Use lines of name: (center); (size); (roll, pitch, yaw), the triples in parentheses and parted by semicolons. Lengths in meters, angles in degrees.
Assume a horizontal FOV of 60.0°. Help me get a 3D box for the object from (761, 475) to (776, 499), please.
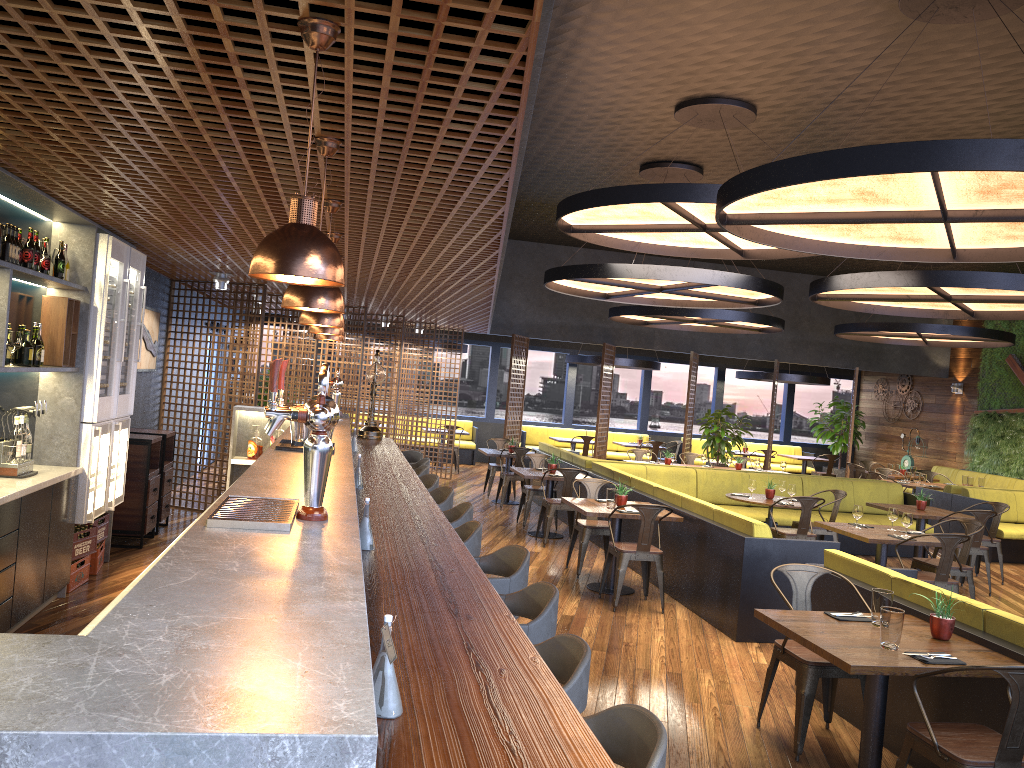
object: (2.918, 1.162, 10.030); (0.238, 0.271, 0.260); (5, 0, 11)

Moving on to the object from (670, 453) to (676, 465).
object: (2.449, 1.155, 13.490); (0.097, 0.206, 0.097); (5, 0, 35)

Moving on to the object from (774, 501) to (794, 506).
object: (2.955, 1.295, 9.661); (0.157, 0.019, 0.255); (5, 0, -4)

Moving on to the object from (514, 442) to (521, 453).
object: (0.081, 0.962, 13.350); (0.102, 0.178, 0.102); (5, 0, -5)

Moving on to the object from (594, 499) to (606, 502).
object: (0.929, 1.117, 8.497); (0.255, 0.019, 0.157); (5, 0, -11)

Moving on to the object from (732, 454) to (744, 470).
object: (3.557, 1.215, 13.919); (0.238, 0.271, 0.260); (5, 0, 11)

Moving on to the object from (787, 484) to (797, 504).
object: (3.086, 1.212, 9.784); (0.097, 0.206, 0.097); (5, 0, 14)

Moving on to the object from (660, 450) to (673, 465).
object: (2.407, 1.116, 13.700); (0.238, 0.271, 0.260); (5, 0, 11)

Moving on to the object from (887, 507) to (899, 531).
object: (3.530, 1.251, 8.221); (0.097, 0.206, 0.097); (5, 0, -10)

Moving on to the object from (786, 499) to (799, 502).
object: (3.220, 1.318, 10.055); (0.255, 0.019, 0.157); (5, 0, -8)

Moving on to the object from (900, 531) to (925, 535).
object: (3.657, 1.356, 8.112); (0.255, 0.019, 0.157); (5, 0, -10)

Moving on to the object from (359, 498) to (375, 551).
object: (-0.594, 0.556, 3.553); (0.114, 0.203, 0.069); (5, 0, 40)

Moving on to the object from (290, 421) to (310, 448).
object: (-1.026, 0.214, 4.301); (0.105, 0.209, 0.105); (5, 0, 24)

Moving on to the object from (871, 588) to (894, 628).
object: (1.838, 1.118, 4.413); (0.102, 0.178, 0.102); (5, 0, -25)

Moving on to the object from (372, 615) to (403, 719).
object: (-0.259, 0.586, 1.849); (0.114, 0.203, 0.069); (5, 0, 37)

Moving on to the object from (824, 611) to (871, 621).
object: (1.752, 1.190, 4.559); (0.255, 0.019, 0.157); (5, 0, -11)

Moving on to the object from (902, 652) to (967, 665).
object: (1.843, 1.198, 3.900); (0.255, 0.019, 0.157); (5, 0, -11)

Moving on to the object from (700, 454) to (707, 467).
object: (3.009, 1.203, 13.941); (0.097, 0.206, 0.097); (5, 0, 35)

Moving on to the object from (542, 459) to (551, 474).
object: (0.410, 0.991, 10.643); (0.102, 0.178, 0.102); (5, 0, -25)

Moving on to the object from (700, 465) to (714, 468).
object: (3.110, 1.306, 14.077); (0.157, 0.019, 0.255); (5, 0, -10)

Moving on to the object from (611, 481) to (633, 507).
object: (1.008, 0.998, 8.179); (0.238, 0.271, 0.260); (5, 0, 11)

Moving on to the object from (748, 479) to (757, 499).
object: (2.688, 1.177, 9.935); (0.097, 0.206, 0.097); (5, 0, 31)

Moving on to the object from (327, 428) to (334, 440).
object: (-0.918, 0.224, 4.309); (0.105, 0.209, 0.105); (5, 0, 24)

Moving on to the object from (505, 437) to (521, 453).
object: (0.018, 0.910, 13.487); (0.260, 0.271, 0.238); (5, 0, -9)

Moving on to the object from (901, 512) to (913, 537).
object: (3.508, 1.249, 7.879); (0.097, 0.206, 0.097); (5, 0, -19)

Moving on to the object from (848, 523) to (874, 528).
object: (3.279, 1.324, 8.297); (0.157, 0.019, 0.255); (5, 0, -10)

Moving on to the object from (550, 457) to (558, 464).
object: (0.514, 1.000, 11.004); (0.102, 0.178, 0.102); (5, 0, -25)

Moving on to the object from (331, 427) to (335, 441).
object: (-0.960, 0.220, 4.553); (0.105, 0.209, 0.105); (5, 0, 24)

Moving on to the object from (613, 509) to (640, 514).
object: (1.015, 1.125, 7.864); (0.255, 0.019, 0.157); (5, 0, -11)

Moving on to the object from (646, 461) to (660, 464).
object: (2.220, 1.229, 13.908); (0.157, 0.019, 0.255); (5, 0, -10)

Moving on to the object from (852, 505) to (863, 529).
object: (3.178, 1.221, 8.161); (0.097, 0.206, 0.097); (5, 0, -19)

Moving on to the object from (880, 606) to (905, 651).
object: (1.713, 1.107, 4.007); (0.102, 0.178, 0.102); (5, 0, 25)

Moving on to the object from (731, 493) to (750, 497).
object: (2.622, 1.266, 10.100); (0.255, 0.019, 0.157); (5, 0, 22)

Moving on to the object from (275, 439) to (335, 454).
object: (-1.023, 0.310, 4.418); (0.273, 0.019, 0.437); (5, 0, -11)

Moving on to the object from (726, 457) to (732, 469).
object: (3.339, 1.232, 13.659); (0.097, 0.206, 0.097); (5, 0, 35)

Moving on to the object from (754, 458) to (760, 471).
object: (3.899, 1.280, 14.110); (0.097, 0.206, 0.097); (5, 0, 35)

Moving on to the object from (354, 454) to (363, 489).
object: (-0.933, 0.526, 5.377); (0.069, 0.203, 0.114); (5, 0, -22)

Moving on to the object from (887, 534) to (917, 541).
object: (3.391, 1.334, 7.743); (0.157, 0.019, 0.255); (5, 0, -10)

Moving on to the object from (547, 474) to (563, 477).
object: (0.515, 1.080, 10.517); (0.255, 0.019, 0.157); (5, 0, -11)

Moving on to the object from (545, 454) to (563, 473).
object: (0.514, 0.954, 10.857); (0.260, 0.271, 0.238); (5, 0, -9)

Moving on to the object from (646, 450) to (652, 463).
object: (2.120, 1.127, 13.772); (0.097, 0.206, 0.097); (5, 0, 35)

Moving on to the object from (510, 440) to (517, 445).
object: (0.012, 0.955, 13.664); (0.102, 0.178, 0.102); (5, 0, 5)

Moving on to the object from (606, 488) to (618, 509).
object: (0.897, 1.035, 7.982); (0.102, 0.178, 0.102); (5, 0, 25)

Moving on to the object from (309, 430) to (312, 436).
object: (-0.987, 0.217, 4.418); (0.105, 0.209, 0.105); (5, 0, 24)

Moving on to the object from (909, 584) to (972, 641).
object: (2.083, 1.092, 4.282); (0.238, 0.271, 0.260); (5, 0, -6)

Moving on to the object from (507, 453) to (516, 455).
object: (0.013, 1.036, 13.178); (0.255, 0.019, 0.157); (5, 0, -11)

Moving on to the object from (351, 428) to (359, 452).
object: (-1.386, 0.486, 7.741); (0.114, 0.203, 0.069); (5, 0, 24)

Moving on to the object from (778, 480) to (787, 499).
object: (3.097, 1.213, 10.169); (0.097, 0.206, 0.097); (5, 0, 28)

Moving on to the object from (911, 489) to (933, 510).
object: (4.741, 1.319, 10.233); (0.260, 0.271, 0.238); (5, 0, 24)

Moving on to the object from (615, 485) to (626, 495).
object: (1.015, 1.045, 8.351); (0.102, 0.178, 0.102); (5, 0, -25)

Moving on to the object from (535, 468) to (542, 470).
object: (0.428, 1.073, 11.150); (0.255, 0.019, 0.157); (5, 0, -11)
